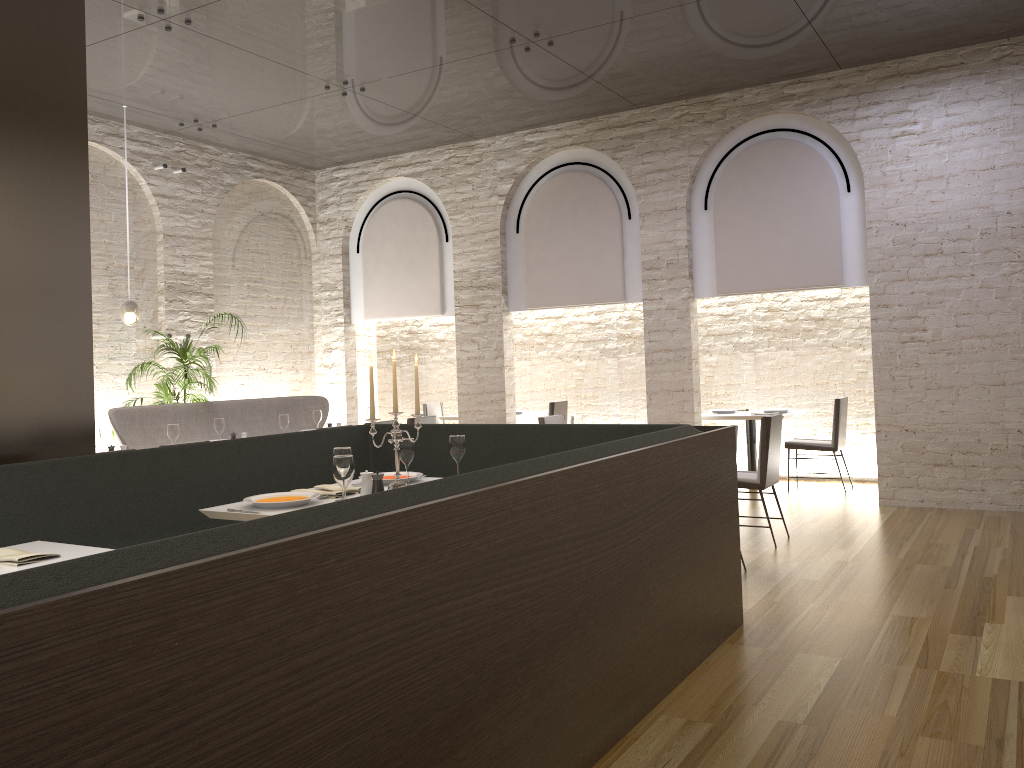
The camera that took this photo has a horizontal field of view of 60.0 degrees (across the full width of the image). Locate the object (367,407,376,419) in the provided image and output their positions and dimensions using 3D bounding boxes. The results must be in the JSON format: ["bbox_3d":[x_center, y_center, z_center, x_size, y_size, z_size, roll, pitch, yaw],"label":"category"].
[{"bbox_3d":[-1.320,0.332,8.321,0.086,0.231,0.086,-1,-1,-30],"label":"object"}]

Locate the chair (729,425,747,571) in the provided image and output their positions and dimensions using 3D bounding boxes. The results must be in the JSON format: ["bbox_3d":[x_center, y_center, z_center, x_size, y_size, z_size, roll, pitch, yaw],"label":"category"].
[{"bbox_3d":[1.100,0.719,5.489,0.565,0.907,0.412,-2,-1,30],"label":"chair"}]

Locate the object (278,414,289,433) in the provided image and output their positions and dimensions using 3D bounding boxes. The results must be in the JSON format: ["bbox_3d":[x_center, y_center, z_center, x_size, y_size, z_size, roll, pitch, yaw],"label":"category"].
[{"bbox_3d":[-1.890,0.369,7.348,0.086,0.231,0.086,-1,-1,-30],"label":"object"}]

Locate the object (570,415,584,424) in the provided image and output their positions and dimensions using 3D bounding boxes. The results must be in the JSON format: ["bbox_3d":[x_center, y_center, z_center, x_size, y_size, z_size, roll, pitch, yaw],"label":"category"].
[{"bbox_3d":[0.420,0.317,5.690,0.086,0.231,0.086,-1,-1,-30],"label":"object"}]

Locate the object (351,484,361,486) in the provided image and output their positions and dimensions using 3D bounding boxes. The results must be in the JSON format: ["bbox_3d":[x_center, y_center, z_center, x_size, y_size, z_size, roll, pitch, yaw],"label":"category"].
[{"bbox_3d":[-0.701,0.492,4.280,0.185,0.010,0.017,-1,1,30],"label":"object"}]

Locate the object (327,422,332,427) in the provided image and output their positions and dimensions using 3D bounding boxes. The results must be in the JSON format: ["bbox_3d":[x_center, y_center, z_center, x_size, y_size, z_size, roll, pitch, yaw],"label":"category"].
[{"bbox_3d":[-1.675,0.407,8.151,0.059,0.109,0.059,-2,-1,-24],"label":"object"}]

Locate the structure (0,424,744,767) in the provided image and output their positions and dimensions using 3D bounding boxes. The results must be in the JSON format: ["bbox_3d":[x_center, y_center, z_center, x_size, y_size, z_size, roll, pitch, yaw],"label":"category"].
[{"bbox_3d":[-2.608,0.894,0.377,2.370,1.001,10.751,-2,1,30],"label":"structure"}]

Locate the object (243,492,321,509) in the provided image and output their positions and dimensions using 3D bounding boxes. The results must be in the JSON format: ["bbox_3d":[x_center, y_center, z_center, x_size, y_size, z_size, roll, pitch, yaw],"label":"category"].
[{"bbox_3d":[-0.982,0.500,3.785,0.321,0.036,0.322,-2,1,6],"label":"object"}]

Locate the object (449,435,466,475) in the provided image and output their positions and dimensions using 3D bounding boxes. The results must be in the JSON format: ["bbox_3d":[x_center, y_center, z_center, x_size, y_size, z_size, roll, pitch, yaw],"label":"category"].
[{"bbox_3d":[-0.263,0.366,4.309,0.086,0.231,0.086,-2,-1,0],"label":"object"}]

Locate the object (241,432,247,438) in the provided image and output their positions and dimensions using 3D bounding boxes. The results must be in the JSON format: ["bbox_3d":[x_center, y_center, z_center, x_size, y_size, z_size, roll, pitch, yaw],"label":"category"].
[{"bbox_3d":[-2.169,0.442,7.172,0.059,0.109,0.059,-2,-1,-24],"label":"object"}]

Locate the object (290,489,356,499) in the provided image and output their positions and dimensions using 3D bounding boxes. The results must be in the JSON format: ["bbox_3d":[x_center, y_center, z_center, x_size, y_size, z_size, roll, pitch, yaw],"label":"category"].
[{"bbox_3d":[-0.862,0.499,4.041,0.272,0.033,0.143,-1,1,30],"label":"object"}]

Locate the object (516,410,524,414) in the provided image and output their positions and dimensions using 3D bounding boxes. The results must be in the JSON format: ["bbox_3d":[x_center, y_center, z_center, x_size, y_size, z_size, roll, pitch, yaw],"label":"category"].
[{"bbox_3d":[0.007,0.343,10.570,0.321,0.036,0.321,-2,1,-24],"label":"object"}]

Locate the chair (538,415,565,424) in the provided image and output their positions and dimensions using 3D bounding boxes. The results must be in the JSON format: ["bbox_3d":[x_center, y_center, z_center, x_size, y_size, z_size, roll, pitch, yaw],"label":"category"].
[{"bbox_3d":[0.544,0.709,7.131,0.565,0.907,0.412,-2,-1,30],"label":"chair"}]

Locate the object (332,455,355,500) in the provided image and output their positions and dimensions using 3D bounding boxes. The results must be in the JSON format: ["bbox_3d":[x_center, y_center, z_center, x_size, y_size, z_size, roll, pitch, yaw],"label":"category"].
[{"bbox_3d":[-0.656,0.396,3.462,0.086,0.231,0.086,-2,-1,-24],"label":"object"}]

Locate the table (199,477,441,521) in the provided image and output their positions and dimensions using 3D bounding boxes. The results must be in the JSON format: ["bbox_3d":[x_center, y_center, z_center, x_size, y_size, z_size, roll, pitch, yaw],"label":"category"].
[{"bbox_3d":[-0.530,0.877,3.948,1.100,0.761,1.188,-2,0,30],"label":"table"}]

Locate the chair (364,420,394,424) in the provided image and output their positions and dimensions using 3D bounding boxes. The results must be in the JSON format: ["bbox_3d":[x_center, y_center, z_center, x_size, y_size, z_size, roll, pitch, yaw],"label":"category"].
[{"bbox_3d":[-1.279,0.768,7.478,0.565,0.907,0.412,-2,-1,30],"label":"chair"}]

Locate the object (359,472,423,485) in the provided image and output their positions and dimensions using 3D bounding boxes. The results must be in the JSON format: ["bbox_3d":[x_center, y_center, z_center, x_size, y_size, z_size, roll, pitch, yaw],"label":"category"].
[{"bbox_3d":[-0.604,0.475,4.429,0.321,0.036,0.321,-2,1,26],"label":"object"}]

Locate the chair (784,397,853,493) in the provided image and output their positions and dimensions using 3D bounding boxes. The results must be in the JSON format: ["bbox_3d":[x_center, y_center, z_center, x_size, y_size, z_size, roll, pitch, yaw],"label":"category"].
[{"bbox_3d":[3.036,0.591,8.789,0.565,0.907,0.412,-2,-1,30],"label":"chair"}]

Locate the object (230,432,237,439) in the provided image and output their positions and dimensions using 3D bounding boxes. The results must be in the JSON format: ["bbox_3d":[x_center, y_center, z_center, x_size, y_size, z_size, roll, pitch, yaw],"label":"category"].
[{"bbox_3d":[-2.252,0.445,7.168,0.059,0.109,0.059,-2,-1,-24],"label":"object"}]

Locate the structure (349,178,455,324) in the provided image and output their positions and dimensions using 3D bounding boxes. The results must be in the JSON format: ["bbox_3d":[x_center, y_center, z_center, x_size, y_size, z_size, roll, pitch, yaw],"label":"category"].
[{"bbox_3d":[-1.311,-1.602,10.532,1.632,1.676,0.098,-2,-1,30],"label":"structure"}]

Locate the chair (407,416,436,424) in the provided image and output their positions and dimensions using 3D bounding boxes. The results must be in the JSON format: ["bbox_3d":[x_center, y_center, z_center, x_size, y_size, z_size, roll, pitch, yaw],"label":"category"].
[{"bbox_3d":[-0.987,0.748,7.976,0.565,0.907,0.412,-2,-1,30],"label":"chair"}]

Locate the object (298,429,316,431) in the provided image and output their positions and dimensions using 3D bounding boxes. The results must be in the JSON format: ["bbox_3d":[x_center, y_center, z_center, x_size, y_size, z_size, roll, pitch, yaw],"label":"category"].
[{"bbox_3d":[-1.850,0.449,8.333,0.322,0.036,0.321,-2,1,-22],"label":"object"}]

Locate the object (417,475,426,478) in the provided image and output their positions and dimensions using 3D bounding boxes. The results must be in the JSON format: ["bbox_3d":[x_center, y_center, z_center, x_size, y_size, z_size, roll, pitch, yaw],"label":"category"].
[{"bbox_3d":[-0.518,0.477,4.591,0.181,0.015,0.038,-1,1,32],"label":"object"}]

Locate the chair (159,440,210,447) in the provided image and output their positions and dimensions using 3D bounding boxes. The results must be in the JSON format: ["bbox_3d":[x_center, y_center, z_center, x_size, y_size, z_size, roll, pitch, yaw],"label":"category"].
[{"bbox_3d":[-2.276,0.834,5.778,0.565,0.907,0.412,-2,-1,30],"label":"chair"}]

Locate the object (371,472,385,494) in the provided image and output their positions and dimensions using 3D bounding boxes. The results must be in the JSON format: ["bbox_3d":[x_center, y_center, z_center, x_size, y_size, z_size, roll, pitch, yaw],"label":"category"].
[{"bbox_3d":[-0.581,0.443,3.840,0.069,0.127,0.068,-2,-1,-18],"label":"object"}]

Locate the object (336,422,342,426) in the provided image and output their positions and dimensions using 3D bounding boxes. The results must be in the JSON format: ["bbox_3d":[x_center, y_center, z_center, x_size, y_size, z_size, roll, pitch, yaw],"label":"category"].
[{"bbox_3d":[-1.592,0.404,8.155,0.059,0.109,0.059,-2,-1,-24],"label":"object"}]

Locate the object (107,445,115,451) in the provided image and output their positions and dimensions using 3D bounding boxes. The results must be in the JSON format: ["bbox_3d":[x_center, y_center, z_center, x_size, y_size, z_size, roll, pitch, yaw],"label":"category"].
[{"bbox_3d":[-2.810,0.482,6.216,0.059,0.109,0.059,-2,-1,-24],"label":"object"}]

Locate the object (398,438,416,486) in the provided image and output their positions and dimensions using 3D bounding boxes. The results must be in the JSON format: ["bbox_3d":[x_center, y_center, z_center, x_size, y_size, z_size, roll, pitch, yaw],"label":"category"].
[{"bbox_3d":[-0.502,0.376,4.232,0.086,0.231,0.086,-2,-1,-24],"label":"object"}]

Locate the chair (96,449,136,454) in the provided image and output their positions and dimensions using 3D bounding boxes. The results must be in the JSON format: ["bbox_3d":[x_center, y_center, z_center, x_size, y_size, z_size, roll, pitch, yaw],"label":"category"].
[{"bbox_3d":[-2.558,0.852,5.298,0.565,0.907,0.412,-2,-1,30],"label":"chair"}]

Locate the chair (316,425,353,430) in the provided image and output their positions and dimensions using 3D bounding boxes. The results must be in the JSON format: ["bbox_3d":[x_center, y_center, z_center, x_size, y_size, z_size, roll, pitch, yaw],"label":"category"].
[{"bbox_3d":[-1.563,0.787,6.994,0.565,0.907,0.412,-2,-1,30],"label":"chair"}]

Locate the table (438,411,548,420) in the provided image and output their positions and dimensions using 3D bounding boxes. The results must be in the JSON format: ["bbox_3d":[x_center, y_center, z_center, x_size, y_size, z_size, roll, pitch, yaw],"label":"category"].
[{"bbox_3d":[-0.207,0.744,10.697,0.935,0.761,1.011,-2,0,30],"label":"table"}]

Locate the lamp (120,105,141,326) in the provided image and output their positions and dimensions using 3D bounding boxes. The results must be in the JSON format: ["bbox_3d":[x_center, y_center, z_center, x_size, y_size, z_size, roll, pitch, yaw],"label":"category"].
[{"bbox_3d":[-3.545,-1.552,8.174,0.177,2.043,0.177,-2,-1,9],"label":"lamp"}]

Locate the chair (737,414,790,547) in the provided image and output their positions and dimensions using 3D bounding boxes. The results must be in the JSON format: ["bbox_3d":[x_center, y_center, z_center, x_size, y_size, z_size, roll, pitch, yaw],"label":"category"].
[{"bbox_3d":[1.675,0.681,6.468,0.565,0.907,0.412,-2,-1,30],"label":"chair"}]

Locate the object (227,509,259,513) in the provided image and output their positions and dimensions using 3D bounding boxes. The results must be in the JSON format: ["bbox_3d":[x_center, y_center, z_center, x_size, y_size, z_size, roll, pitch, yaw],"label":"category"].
[{"bbox_3d":[-1.093,0.518,3.611,0.185,0.010,0.017,-1,1,30],"label":"object"}]

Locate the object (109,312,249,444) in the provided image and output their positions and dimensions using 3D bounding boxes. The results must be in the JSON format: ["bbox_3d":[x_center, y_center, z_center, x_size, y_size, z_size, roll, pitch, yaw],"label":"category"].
[{"bbox_3d":[-3.152,0.290,8.563,1.145,1.976,1.188,-2,-1,11],"label":"object"}]

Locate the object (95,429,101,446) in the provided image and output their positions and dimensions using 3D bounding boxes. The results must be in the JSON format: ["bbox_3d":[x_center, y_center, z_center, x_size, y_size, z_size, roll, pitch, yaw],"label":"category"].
[{"bbox_3d":[-2.894,0.427,6.139,0.086,0.231,0.086,-1,-1,-30],"label":"object"}]

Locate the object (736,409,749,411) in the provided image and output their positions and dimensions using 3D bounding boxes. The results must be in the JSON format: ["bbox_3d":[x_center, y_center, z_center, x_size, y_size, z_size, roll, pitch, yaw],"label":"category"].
[{"bbox_3d":[2.406,0.283,9.562,0.272,0.033,0.143,-1,1,30],"label":"object"}]

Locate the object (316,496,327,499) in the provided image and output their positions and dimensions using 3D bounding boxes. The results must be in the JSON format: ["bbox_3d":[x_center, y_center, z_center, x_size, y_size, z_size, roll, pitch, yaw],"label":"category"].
[{"bbox_3d":[-0.892,0.502,3.953,0.181,0.015,0.038,-1,1,32],"label":"object"}]

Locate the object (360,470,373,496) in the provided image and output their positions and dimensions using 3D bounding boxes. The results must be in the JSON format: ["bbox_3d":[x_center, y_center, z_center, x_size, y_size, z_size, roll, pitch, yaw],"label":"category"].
[{"bbox_3d":[-0.638,0.444,3.902,0.069,0.127,0.068,-2,-1,-18],"label":"object"}]

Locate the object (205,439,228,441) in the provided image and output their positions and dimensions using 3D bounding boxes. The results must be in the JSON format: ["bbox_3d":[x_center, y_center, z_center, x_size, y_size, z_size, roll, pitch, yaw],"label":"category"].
[{"bbox_3d":[-2.427,0.487,7.349,0.322,0.036,0.321,-2,1,-22],"label":"object"}]

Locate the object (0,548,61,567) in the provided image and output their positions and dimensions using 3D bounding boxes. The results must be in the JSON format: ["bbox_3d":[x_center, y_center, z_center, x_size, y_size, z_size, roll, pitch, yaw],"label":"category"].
[{"bbox_3d":[-1.582,0.546,2.815,0.272,0.033,0.143,-1,1,30],"label":"object"}]

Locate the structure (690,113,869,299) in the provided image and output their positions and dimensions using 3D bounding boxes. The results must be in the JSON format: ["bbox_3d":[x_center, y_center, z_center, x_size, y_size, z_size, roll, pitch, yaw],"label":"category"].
[{"bbox_3d":[2.464,-1.696,8.319,1.632,1.676,0.098,-2,-1,30],"label":"structure"}]

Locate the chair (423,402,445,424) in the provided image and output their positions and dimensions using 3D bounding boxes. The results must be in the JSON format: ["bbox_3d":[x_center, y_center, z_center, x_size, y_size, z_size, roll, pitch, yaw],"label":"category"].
[{"bbox_3d":[-0.780,0.686,11.027,0.565,0.907,0.412,-2,-1,30],"label":"chair"}]

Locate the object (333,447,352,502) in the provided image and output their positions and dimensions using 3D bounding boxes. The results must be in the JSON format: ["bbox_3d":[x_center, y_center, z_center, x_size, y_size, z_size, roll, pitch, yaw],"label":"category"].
[{"bbox_3d":[-0.732,0.391,3.840,0.086,0.231,0.086,-2,-1,-24],"label":"object"}]

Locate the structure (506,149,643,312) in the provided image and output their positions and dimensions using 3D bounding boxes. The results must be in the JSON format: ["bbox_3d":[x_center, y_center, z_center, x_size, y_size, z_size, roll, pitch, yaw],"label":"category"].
[{"bbox_3d":[0.637,-1.651,9.390,1.632,1.676,0.098,-2,-1,30],"label":"structure"}]

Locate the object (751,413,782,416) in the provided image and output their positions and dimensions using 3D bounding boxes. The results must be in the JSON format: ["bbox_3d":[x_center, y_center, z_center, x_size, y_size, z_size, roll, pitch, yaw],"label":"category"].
[{"bbox_3d":[2.496,0.296,8.693,0.272,0.033,0.143,-1,1,30],"label":"object"}]

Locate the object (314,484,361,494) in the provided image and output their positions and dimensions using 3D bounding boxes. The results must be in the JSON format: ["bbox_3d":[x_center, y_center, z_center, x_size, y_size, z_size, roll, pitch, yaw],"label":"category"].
[{"bbox_3d":[-0.784,0.493,4.175,0.272,0.033,0.143,-1,1,30],"label":"object"}]

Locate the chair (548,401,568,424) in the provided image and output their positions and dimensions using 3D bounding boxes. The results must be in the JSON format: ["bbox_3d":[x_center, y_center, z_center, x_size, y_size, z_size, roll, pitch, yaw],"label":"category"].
[{"bbox_3d":[0.351,0.658,10.364,0.565,0.907,0.412,-2,-1,30],"label":"chair"}]

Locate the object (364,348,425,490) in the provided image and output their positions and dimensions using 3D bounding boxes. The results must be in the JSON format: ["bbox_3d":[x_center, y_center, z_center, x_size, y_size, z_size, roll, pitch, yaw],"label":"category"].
[{"bbox_3d":[-0.518,0.168,3.957,0.131,0.657,0.390,-3,-1,41],"label":"object"}]

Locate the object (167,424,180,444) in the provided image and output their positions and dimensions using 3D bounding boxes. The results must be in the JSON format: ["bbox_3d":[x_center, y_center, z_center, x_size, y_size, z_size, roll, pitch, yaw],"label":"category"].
[{"bbox_3d":[-2.445,0.406,6.402,0.086,0.231,0.086,-1,-1,-30],"label":"object"}]

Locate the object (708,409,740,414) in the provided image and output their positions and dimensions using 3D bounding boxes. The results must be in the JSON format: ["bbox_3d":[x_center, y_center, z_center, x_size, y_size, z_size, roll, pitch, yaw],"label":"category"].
[{"bbox_3d":[2.217,0.288,9.276,0.321,0.036,0.321,-2,1,-24],"label":"object"}]

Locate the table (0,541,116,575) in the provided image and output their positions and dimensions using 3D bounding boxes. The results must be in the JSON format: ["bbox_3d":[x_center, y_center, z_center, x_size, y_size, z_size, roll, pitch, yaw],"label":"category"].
[{"bbox_3d":[-1.824,0.963,1.743,1.100,0.760,2.539,-2,1,30],"label":"table"}]

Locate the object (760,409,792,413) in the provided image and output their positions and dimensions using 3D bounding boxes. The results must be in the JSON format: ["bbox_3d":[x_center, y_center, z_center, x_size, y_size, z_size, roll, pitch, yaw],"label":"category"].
[{"bbox_3d":[2.680,0.277,9.003,0.321,0.036,0.321,-2,1,-24],"label":"object"}]

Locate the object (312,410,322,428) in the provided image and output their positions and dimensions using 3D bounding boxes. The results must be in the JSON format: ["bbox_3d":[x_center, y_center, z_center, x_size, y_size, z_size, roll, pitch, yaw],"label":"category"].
[{"bbox_3d":[-1.769,0.352,8.058,0.086,0.231,0.086,-1,-1,-30],"label":"object"}]

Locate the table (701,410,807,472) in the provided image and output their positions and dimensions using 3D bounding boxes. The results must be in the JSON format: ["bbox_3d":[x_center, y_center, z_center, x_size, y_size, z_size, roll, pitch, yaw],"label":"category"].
[{"bbox_3d":[2.466,0.678,9.130,0.935,0.761,1.011,-2,0,30],"label":"table"}]

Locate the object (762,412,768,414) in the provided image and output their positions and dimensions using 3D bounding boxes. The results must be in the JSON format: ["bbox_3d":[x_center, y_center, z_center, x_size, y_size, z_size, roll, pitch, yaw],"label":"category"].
[{"bbox_3d":[2.583,0.291,8.847,0.181,0.015,0.038,-1,1,32],"label":"object"}]

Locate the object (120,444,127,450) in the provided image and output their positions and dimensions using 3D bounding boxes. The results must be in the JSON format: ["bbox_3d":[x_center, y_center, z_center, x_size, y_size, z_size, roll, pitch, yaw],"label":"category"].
[{"bbox_3d":[-2.727,0.479,6.220,0.059,0.109,0.059,-2,-1,-24],"label":"object"}]

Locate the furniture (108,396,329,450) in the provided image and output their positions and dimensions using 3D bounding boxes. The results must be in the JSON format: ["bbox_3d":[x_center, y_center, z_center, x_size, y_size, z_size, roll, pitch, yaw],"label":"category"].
[{"bbox_3d":[-2.479,0.701,8.194,0.706,1.098,2.585,-2,0,30],"label":"furniture"}]

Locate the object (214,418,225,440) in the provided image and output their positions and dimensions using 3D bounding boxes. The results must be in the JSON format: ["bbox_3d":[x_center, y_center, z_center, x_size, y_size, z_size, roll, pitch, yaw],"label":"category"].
[{"bbox_3d":[-2.339,0.390,7.086,0.086,0.231,0.086,-1,-1,-30],"label":"object"}]
